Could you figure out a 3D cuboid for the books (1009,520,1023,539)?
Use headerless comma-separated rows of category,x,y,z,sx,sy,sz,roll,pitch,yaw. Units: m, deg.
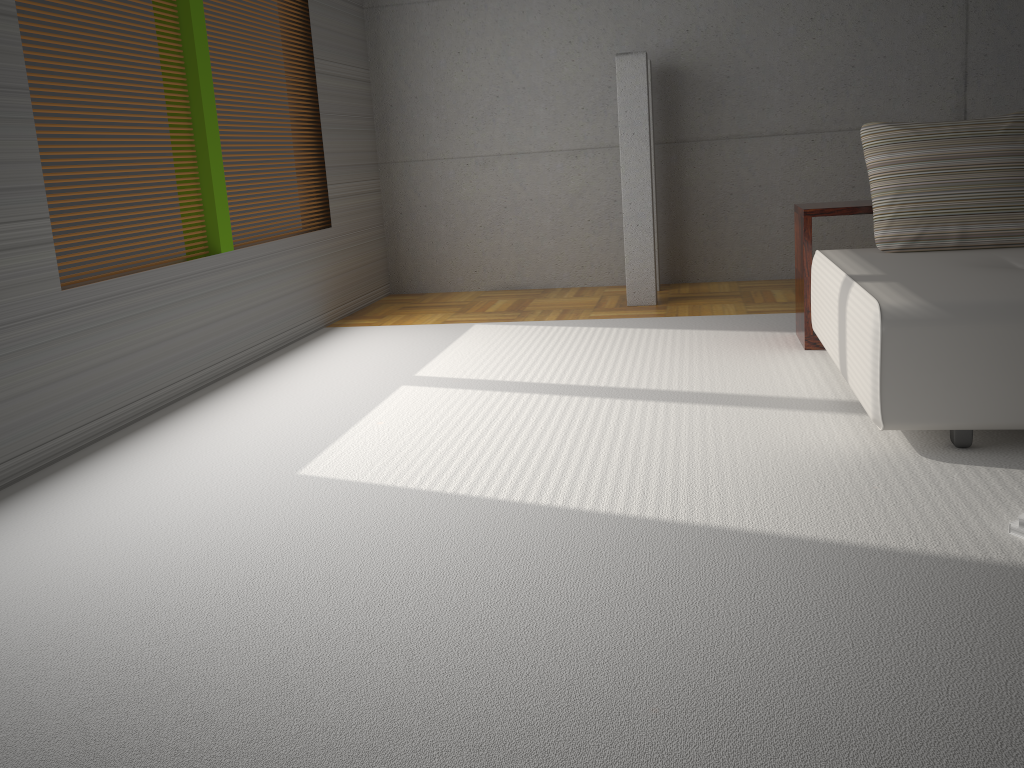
books,1.477,0.379,2.313,0.266,0.031,0.191,-10,16,-23

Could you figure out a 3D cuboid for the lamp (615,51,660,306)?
lamp,0.912,-1.460,6.318,0.200,1.668,0.810,-2,11,12

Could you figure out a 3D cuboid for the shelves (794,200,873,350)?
shelves,2.607,-0.590,4.406,2.249,0.706,0.406,-1,12,12

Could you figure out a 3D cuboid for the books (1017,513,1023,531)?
books,1.475,0.348,2.308,0.267,0.031,0.190,-15,18,-37

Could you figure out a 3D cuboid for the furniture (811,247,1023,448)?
furniture,2.405,-0.234,3.469,2.167,0.514,1.639,-1,14,12

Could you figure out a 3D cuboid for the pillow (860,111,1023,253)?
pillow,2.088,-0.944,4.125,0.800,0.601,0.498,-1,12,11

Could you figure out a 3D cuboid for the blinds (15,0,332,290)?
blinds,-1.718,-1.598,4.681,0.012,2.015,3.590,-2,14,12
